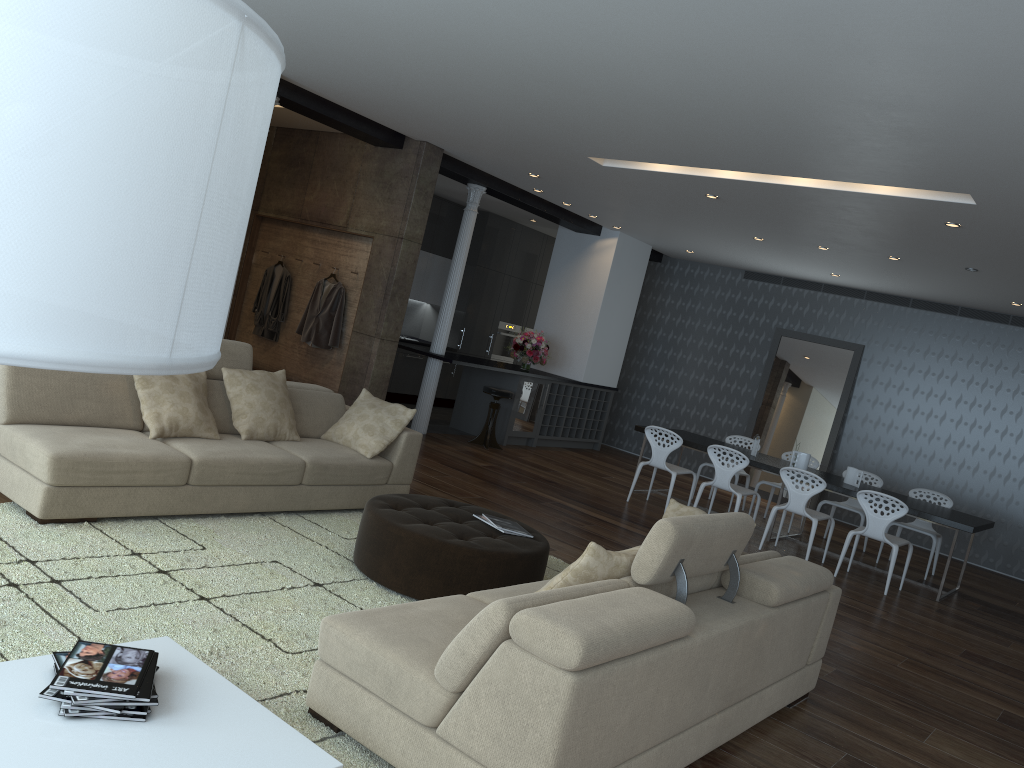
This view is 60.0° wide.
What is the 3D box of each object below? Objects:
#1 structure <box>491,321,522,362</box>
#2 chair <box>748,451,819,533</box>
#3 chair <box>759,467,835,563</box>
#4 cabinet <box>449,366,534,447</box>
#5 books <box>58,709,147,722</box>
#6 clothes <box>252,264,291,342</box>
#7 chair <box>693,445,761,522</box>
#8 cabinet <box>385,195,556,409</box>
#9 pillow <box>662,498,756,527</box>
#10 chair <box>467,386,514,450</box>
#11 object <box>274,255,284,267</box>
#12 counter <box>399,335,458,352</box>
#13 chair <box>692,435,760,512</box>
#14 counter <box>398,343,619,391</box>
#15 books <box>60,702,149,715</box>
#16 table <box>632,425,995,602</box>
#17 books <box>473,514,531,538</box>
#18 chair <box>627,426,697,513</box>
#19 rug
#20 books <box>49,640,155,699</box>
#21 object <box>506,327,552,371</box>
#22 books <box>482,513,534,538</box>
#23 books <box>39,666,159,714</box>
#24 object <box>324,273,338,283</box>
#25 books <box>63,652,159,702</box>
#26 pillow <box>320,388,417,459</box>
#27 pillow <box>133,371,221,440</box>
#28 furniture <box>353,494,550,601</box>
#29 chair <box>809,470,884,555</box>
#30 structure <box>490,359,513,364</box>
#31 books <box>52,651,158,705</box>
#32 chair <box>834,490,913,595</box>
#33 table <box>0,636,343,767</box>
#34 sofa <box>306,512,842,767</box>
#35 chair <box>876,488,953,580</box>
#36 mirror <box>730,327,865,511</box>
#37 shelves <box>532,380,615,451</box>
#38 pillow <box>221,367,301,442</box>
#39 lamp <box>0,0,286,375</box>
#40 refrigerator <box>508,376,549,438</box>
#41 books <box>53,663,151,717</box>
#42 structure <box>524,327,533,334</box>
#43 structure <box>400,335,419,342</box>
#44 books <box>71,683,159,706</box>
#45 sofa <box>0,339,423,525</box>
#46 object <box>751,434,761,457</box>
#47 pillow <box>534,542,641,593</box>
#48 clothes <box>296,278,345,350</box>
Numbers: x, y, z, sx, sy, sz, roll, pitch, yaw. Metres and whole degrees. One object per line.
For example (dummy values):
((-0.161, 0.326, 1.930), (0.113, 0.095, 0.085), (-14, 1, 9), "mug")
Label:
((-0.288, -0.729, 14.268), (0.591, 0.596, 0.595), (17, 5, 36), "structure")
((3.061, 1.171, 9.896), (0.495, 0.835, 0.581), (17, 5, 36), "chair")
((2.661, 1.193, 8.175), (0.495, 0.835, 0.581), (17, 5, 36), "chair")
((-0.163, 0.245, 11.371), (0.900, 0.897, 0.642), (17, 5, 36), "cabinet")
((-1.152, 0.881, 2.542), (0.220, 0.010, 0.300), (12, 4, -19), "books")
((-2.685, -0.925, 9.851), (0.569, 0.855, 0.141), (17, 5, 36), "clothes")
((2.096, 1.023, 8.617), (0.495, 0.835, 0.581), (17, 5, 36), "chair")
((-0.909, -1.166, 13.468), (0.827, 2.980, 7.409), (17, 5, 36), "cabinet")
((0.954, 0.848, 4.701), (0.518, 0.393, 0.395), (17, 5, 40), "pillow")
((1.821, 1.209, 7.894), (21.556, 0.952, 16.134), (17, 5, 36), "chair")
((-2.572, -1.323, 9.832), (0.430, 0.219, 0.010), (17, 5, 36), "object")
((-2.201, -0.657, 11.986), (0.807, 0.223, 3.597), (17, 5, 36), "counter")
((2.517, 1.009, 10.310), (0.495, 0.835, 0.581), (17, 5, 36), "chair")
((0.048, -0.194, 11.477), (1.000, 0.040, 3.700), (17, 5, 36), "counter")
((-1.148, 0.862, 2.541), (0.220, 0.010, 0.300), (12, 4, -19), "books")
((2.917, 1.243, 9.118), (3.400, 0.733, 1.200), (17, 5, 36), "table")
((-0.052, 0.796, 4.978), (0.219, 0.031, 0.300), (11, 5, -39), "books")
((1.555, 0.861, 9.033), (0.495, 0.835, 0.581), (17, 5, 36), "chair")
((-0.873, 1.024, 4.218), (2.972, 0.020, 4.231), (17, 5, 36), "rug")
((-1.159, 0.811, 2.530), (0.220, 0.010, 0.300), (13, 4, -14), "books")
((0.231, -0.451, 11.448), (0.570, 0.552, 0.544), (17, 5, 42), "object")
((-0.026, 0.794, 4.986), (0.220, 0.040, 0.301), (12, 4, -19), "books")
((-1.169, 0.848, 2.532), (0.220, 0.010, 0.300), (14, 4, -4), "books")
((-1.880, -1.115, 9.292), (0.430, 0.219, 0.010), (17, 5, 36), "object")
((-1.138, 0.825, 2.538), (0.220, 0.010, 0.300), (12, 4, -19), "books")
((-0.981, 0.270, 6.173), (0.518, 0.393, 0.395), (16, 5, 33), "pillow")
((-1.964, 0.086, 5.189), (0.368, 0.416, 0.519), (16, 5, 32), "pillow")
((-0.330, 0.915, 4.929), (1.057, 0.355, 1.057), (17, 5, 38), "furniture")
((3.605, 1.334, 9.482), (0.495, 0.835, 0.581), (17, 5, 36), "chair")
((-0.431, -0.146, 14.309), (0.591, 0.596, 0.595), (17, 5, 36), "structure")
((-1.164, 0.829, 2.531), (0.220, 0.010, 0.300), (11, 5, -39), "books")
((3.212, 1.356, 7.781), (0.495, 0.835, 0.581), (17, 5, 36), "chair")
((-1.100, 0.998, 2.378), (0.900, 0.170, 0.900), (17, 5, 36), "table")
((0.507, 0.915, 3.759), (1.021, 0.950, 2.581), (17, 5, 36), "sofa")
((4.149, 1.496, 9.069), (0.495, 0.835, 0.581), (17, 5, 36), "chair")
((3.784, 0.461, 11.868), (1.200, 2.294, 0.240), (17, 5, 36), "mirror")
((0.523, 0.348, 12.314), (0.900, 0.897, 1.700), (17, 5, 36), "shelves")
((-1.606, 0.127, 5.699), (0.301, 0.439, 0.534), (16, 5, 33), "pillow")
((-0.790, 0.385, 0.977), (0.698, 1.728, 0.698), (12, 4, -30), "lamp")
((0.202, 0.289, 11.135), (0.075, 0.774, 0.578), (17, 5, 40), "refrigerator")
((-1.173, 0.867, 2.534), (0.220, 0.010, 0.300), (11, 5, -34), "books")
((0.143, -0.734, 14.823), (0.528, 0.452, 0.595), (17, 5, 36), "structure")
((-1.788, -0.700, 12.440), (0.520, 0.066, 0.900), (17, 5, 36), "structure")
((-1.143, 0.844, 2.540), (0.220, 0.010, 0.300), (12, 4, -29), "books")
((-1.775, 0.234, 5.495), (1.021, 0.950, 2.581), (17, 5, 36), "sofa")
((2.566, 0.642, 9.359), (0.076, 0.233, 0.161), (15, 4, 18), "object")
((0.319, 0.767, 3.452), (0.368, 0.416, 0.519), (17, 5, 41), "pillow")
((-1.989, -0.743, 9.312), (0.700, 0.735, 0.173), (16, 5, 35), "clothes")
